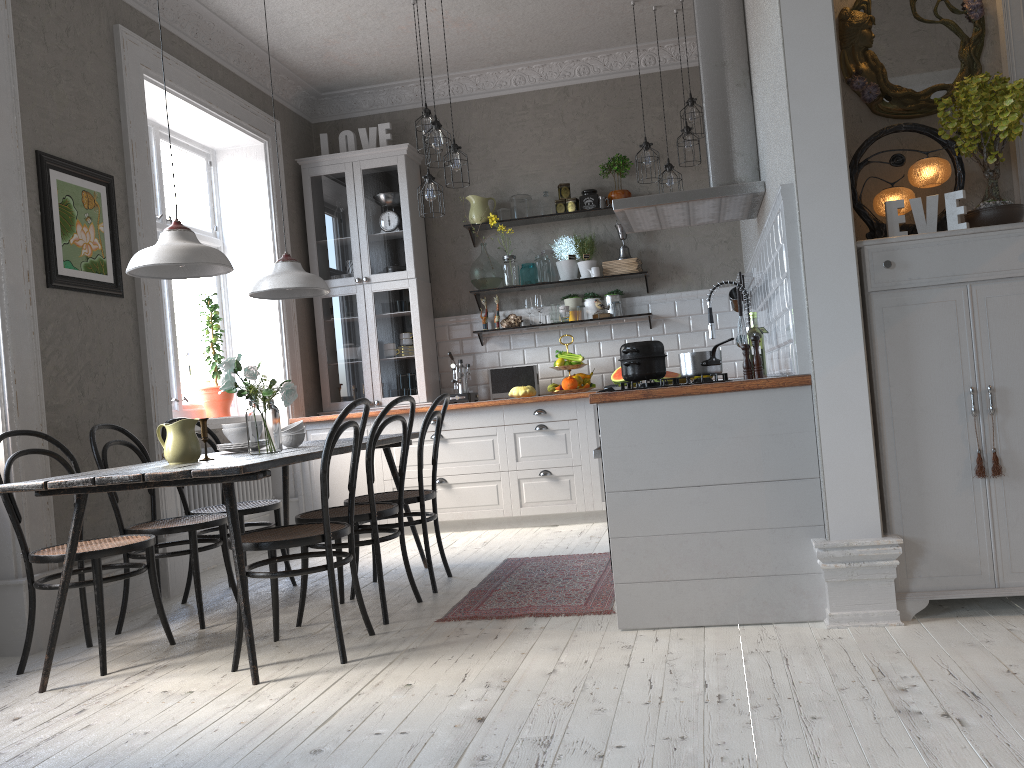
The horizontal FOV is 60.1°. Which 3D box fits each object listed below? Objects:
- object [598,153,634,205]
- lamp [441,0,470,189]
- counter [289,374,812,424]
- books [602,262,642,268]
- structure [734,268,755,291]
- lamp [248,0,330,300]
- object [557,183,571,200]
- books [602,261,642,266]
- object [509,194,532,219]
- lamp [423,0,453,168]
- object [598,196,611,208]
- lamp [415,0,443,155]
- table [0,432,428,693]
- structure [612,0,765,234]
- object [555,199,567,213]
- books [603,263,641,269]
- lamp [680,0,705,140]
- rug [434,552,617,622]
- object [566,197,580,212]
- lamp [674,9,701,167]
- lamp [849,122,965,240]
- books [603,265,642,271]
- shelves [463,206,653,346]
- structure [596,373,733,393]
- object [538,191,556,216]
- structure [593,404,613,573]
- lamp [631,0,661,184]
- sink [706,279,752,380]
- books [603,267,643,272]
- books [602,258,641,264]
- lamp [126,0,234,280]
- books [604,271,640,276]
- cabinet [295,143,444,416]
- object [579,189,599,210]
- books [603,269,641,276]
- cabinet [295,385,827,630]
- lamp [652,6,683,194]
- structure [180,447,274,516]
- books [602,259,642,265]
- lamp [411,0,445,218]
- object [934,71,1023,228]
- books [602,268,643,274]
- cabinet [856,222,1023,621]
[{"bbox_3d":[0.781,-1.468,6.410,0.256,0.397,0.246,-6,-1,36],"label":"object"},{"bbox_3d":[-0.401,-2.050,5.303,0.147,1.735,0.146,-5,-1,-2],"label":"lamp"},{"bbox_3d":[-0.147,0.116,4.977,3.138,0.039,3.416,-5,-1,11],"label":"counter"},{"bbox_3d":[0.802,-0.857,6.443,0.258,0.011,0.159,-5,-1,16],"label":"books"},{"bbox_3d":[1.387,-0.602,5.327,0.094,0.053,1.094,-5,-1,12],"label":"structure"},{"bbox_3d":[-1.145,-1.350,4.245,0.374,1.858,0.384,-5,-1,19],"label":"lamp"},{"bbox_3d":[0.382,-1.401,6.468,0.083,0.113,0.082,-5,-1,-9],"label":"object"},{"bbox_3d":[0.801,-0.868,6.444,0.257,0.016,0.160,-5,-1,23],"label":"books"},{"bbox_3d":[0.068,-1.294,6.544,0.176,0.184,0.168,-5,-1,-40],"label":"object"},{"bbox_3d":[-0.484,-2.097,4.996,0.149,1.735,0.144,-5,-1,-32],"label":"lamp"},{"bbox_3d":[0.665,-1.307,6.379,0.092,0.096,0.075,-5,-1,11],"label":"object"},{"bbox_3d":[-0.555,-2.219,5.170,0.147,1.735,0.146,-5,-1,-2],"label":"lamp"},{"bbox_3d":[-1.082,0.663,3.887,0.898,0.735,1.934,-5,-1,12],"label":"table"},{"bbox_3d":[0.835,-1.658,4.536,0.707,1.595,0.717,-5,-1,11],"label":"structure"},{"bbox_3d":[0.362,-1.286,6.485,0.082,0.113,0.083,-5,-1,11],"label":"object"},{"bbox_3d":[0.803,-0.847,6.443,0.258,0.011,0.159,-5,-1,13],"label":"books"},{"bbox_3d":[1.083,-2.435,5.643,0.148,1.735,0.145,-5,-1,-17],"label":"lamp"},{"bbox_3d":[0.182,0.910,4.094,0.730,0.014,1.299,-5,-1,12],"label":"rug"},{"bbox_3d":[0.446,-1.294,6.466,0.081,0.113,0.084,-5,-1,21],"label":"object"},{"bbox_3d":[1.090,-2.304,5.816,0.150,1.735,0.143,-5,-1,-37],"label":"lamp"},{"bbox_3d":[1.437,-0.670,3.229,0.444,0.558,0.174,-5,-1,18],"label":"lamp"},{"bbox_3d":[0.804,-0.835,6.443,0.258,0.011,0.159,-5,-1,16],"label":"books"},{"bbox_3d":[0.346,-0.771,6.517,1.307,0.923,0.230,-5,-1,10],"label":"shelves"},{"bbox_3d":[0.613,-0.006,3.516,0.492,0.031,0.610,-5,-1,11],"label":"structure"},{"bbox_3d":[0.261,-1.328,6.606,0.142,0.220,0.137,-5,-1,-29],"label":"object"},{"bbox_3d":[0.670,0.355,3.504,0.613,0.623,0.627,-5,-1,11],"label":"structure"},{"bbox_3d":[0.793,-2.150,5.624,0.143,1.735,0.150,-6,-1,43],"label":"lamp"},{"bbox_3d":[0.882,-0.114,4.129,0.524,0.720,0.490,-5,-1,11],"label":"sink"},{"bbox_3d":[0.805,-0.825,6.443,0.257,0.016,0.160,-5,-1,20],"label":"books"},{"bbox_3d":[0.799,-0.889,6.444,0.258,0.011,0.159,-5,-1,16],"label":"books"},{"bbox_3d":[-1.336,-1.345,3.364,0.387,1.858,0.371,-5,-1,-41],"label":"lamp"},{"bbox_3d":[0.808,-0.792,6.443,0.258,0.011,0.159,-5,-1,13],"label":"books"},{"bbox_3d":[-1.043,-0.737,6.620,0.873,1.921,0.390,-5,-1,10],"label":"cabinet"},{"bbox_3d":[0.574,-1.336,6.495,0.141,0.174,0.143,-5,-1,11],"label":"object"},{"bbox_3d":[0.807,-0.803,6.443,0.258,0.011,0.159,-5,-1,16],"label":"books"},{"bbox_3d":[0.362,0.483,5.040,2.027,0.854,4.113,-5,-1,-33],"label":"cabinet"},{"bbox_3d":[0.958,-2.040,5.732,0.148,1.735,0.145,-5,-1,-17],"label":"lamp"},{"bbox_3d":[-1.812,0.597,5.477,0.148,0.428,1.231,-5,-1,10],"label":"structure"},{"bbox_3d":[0.800,-0.879,6.444,0.257,0.016,0.160,-5,-1,20],"label":"books"},{"bbox_3d":[-0.556,-1.876,5.335,0.149,1.735,0.144,-5,-1,-22],"label":"lamp"},{"bbox_3d":[1.682,-0.809,3.105,0.348,0.553,0.291,-5,-1,-45],"label":"object"},{"bbox_3d":[0.806,-0.814,6.443,0.257,0.016,0.160,-5,-1,23],"label":"books"},{"bbox_3d":[1.583,0.129,3.110,0.661,1.297,0.387,-5,-1,10],"label":"cabinet"}]
